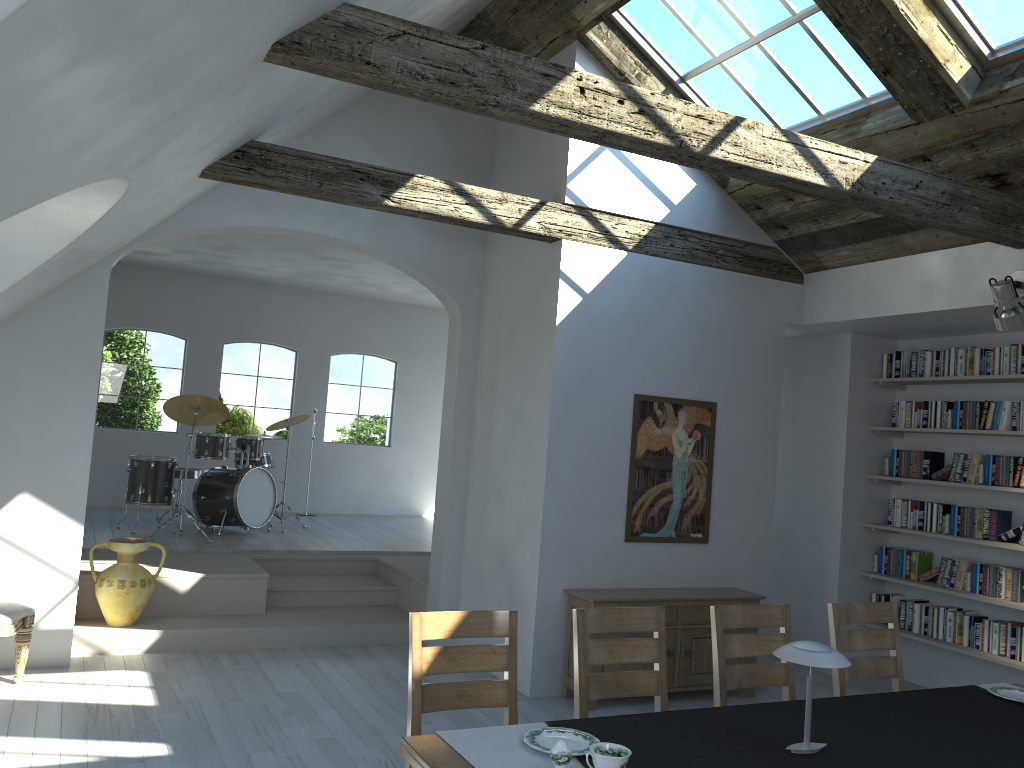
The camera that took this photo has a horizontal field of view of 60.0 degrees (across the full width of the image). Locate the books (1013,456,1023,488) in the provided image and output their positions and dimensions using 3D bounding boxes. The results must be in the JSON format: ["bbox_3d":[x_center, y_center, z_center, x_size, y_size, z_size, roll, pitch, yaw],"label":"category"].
[{"bbox_3d":[3.683,0.626,6.216,0.189,0.228,0.249,6,-4,-26],"label":"books"}]

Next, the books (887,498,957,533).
[{"bbox_3d":[3.242,1.041,7.030,0.214,0.220,0.490,6,-4,-26],"label":"books"}]

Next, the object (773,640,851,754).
[{"bbox_3d":[1.001,1.051,2.986,0.251,0.362,0.251,4,-3,-3],"label":"object"}]

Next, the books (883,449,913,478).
[{"bbox_3d":[3.193,0.648,7.211,0.209,0.220,0.278,6,-4,-28],"label":"books"}]

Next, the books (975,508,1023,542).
[{"bbox_3d":[3.555,1.029,6.391,0.189,0.224,0.345,6,-4,-26],"label":"books"}]

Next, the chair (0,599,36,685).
[{"bbox_3d":[-3.229,1.217,5.221,0.655,1.159,0.552,4,-3,-1],"label":"chair"}]

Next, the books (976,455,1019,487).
[{"bbox_3d":[3.565,0.632,6.459,0.209,0.220,0.278,6,-4,-28],"label":"books"}]

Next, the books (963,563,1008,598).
[{"bbox_3d":[3.477,1.425,6.470,0.209,0.220,0.278,6,-4,-28],"label":"books"}]

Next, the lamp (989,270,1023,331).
[{"bbox_3d":[3.018,-0.507,5.384,0.265,0.386,0.235,5,-3,-4],"label":"lamp"}]

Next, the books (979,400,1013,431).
[{"bbox_3d":[3.587,0.239,6.492,0.189,0.228,0.249,6,-4,-26],"label":"books"}]

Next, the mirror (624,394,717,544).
[{"bbox_3d":[1.160,0.625,6.427,0.736,1.047,0.009,6,-4,-26],"label":"mirror"}]

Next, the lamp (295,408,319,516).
[{"bbox_3d":[-2.598,0.993,11.432,0.232,1.383,0.238,6,-4,-26],"label":"lamp"}]

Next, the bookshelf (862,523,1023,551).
[{"bbox_3d":[4.744,1.114,3.829,0.315,0.070,7.825,6,-4,-26],"label":"bookshelf"}]

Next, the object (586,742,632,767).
[{"bbox_3d":[0.287,1.117,2.610,0.124,0.081,0.130,3,-3,16],"label":"object"}]

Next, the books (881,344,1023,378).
[{"bbox_3d":[3.827,-0.167,6.106,0.242,0.237,2.981,6,-4,-26],"label":"books"}]

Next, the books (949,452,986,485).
[{"bbox_3d":[3.455,0.635,6.678,0.189,0.228,0.249,6,-4,-26],"label":"books"}]

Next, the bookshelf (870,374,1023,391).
[{"bbox_3d":[4.833,-0.067,3.898,0.315,0.070,7.825,6,-4,-26],"label":"bookshelf"}]

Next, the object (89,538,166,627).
[{"bbox_3d":[-2.796,1.433,6.409,0.396,0.605,0.402,3,-4,21],"label":"object"}]

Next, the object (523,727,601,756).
[{"bbox_3d":[0.161,1.154,2.852,0.250,0.017,0.253,6,-4,-26],"label":"object"}]

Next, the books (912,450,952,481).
[{"bbox_3d":[3.329,0.643,6.931,0.189,0.224,0.345,6,-4,-26],"label":"books"}]

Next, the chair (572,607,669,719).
[{"bbox_3d":[0.551,1.480,3.652,0.514,1.006,0.605,6,-4,-26],"label":"chair"}]

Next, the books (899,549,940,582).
[{"bbox_3d":[3.240,1.433,6.945,0.189,0.224,0.345,6,-4,-26],"label":"books"}]

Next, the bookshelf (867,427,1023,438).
[{"bbox_3d":[4.804,0.326,3.875,0.315,0.070,7.825,6,-4,-26],"label":"bookshelf"}]

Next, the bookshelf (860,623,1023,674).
[{"bbox_3d":[4.685,1.901,3.784,0.315,0.070,7.825,6,-4,-26],"label":"bookshelf"}]

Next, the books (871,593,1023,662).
[{"bbox_3d":[3.683,1.798,5.984,0.242,0.237,2.981,6,-4,-26],"label":"books"}]

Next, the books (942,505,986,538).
[{"bbox_3d":[3.419,1.034,6.671,0.209,0.220,0.278,6,-4,-28],"label":"books"}]

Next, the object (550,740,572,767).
[{"bbox_3d":[0.145,1.102,2.628,0.064,0.092,0.064,5,-3,-8],"label":"object"}]

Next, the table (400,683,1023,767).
[{"bbox_3d":[1.200,1.630,3.075,3.078,0.737,0.939,6,-4,-26],"label":"table"}]

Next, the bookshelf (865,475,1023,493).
[{"bbox_3d":[4.774,0.720,3.852,0.315,0.070,7.825,6,-4,-26],"label":"bookshelf"}]

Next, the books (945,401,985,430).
[{"bbox_3d":[3.469,0.245,6.735,0.209,0.220,0.278,6,-4,-28],"label":"books"}]

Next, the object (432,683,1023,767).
[{"bbox_3d":[1.239,1.299,3.106,2.872,0.077,1.050,6,-4,-26],"label":"object"}]

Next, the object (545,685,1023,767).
[{"bbox_3d":[1.236,1.372,3.106,2.456,0.227,1.073,6,-4,-26],"label":"object"}]

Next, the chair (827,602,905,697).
[{"bbox_3d":[1.882,1.619,4.308,0.514,1.006,0.605,6,-4,-26],"label":"chair"}]

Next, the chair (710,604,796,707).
[{"bbox_3d":[1.217,1.550,3.980,0.514,1.006,0.605,6,-4,-26],"label":"chair"}]

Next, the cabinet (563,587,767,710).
[{"bbox_3d":[1.059,1.810,6.160,1.481,0.714,0.383,6,-4,-26],"label":"cabinet"}]

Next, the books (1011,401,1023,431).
[{"bbox_3d":[3.757,0.227,6.156,0.214,0.237,0.490,6,-4,-26],"label":"books"}]

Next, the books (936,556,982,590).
[{"bbox_3d":[3.367,1.428,6.689,0.189,0.228,0.249,6,-4,-26],"label":"books"}]

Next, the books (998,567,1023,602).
[{"bbox_3d":[3.611,1.420,6.195,0.189,0.229,0.343,6,-4,-26],"label":"books"}]

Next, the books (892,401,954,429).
[{"bbox_3d":[3.298,0.254,7.082,0.214,0.220,0.490,6,-4,-26],"label":"books"}]

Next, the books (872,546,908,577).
[{"bbox_3d":[3.106,1.441,7.221,0.209,0.220,0.278,6,-4,-28],"label":"books"}]

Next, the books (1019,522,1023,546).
[{"bbox_3d":[3.680,1.021,6.138,0.189,0.228,0.249,6,-4,-26],"label":"books"}]

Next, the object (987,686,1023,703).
[{"bbox_3d":[2.226,1.370,3.889,0.250,0.017,0.253,6,-4,-26],"label":"object"}]

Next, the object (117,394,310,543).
[{"bbox_3d":[-3.201,0.833,9.365,1.465,1.383,2.354,3,-3,18],"label":"object"}]

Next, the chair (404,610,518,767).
[{"bbox_3d":[-0.115,1.411,3.324,0.514,1.006,0.605,6,-4,-26],"label":"chair"}]

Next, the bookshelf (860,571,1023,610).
[{"bbox_3d":[4.715,1.507,3.807,0.315,0.070,7.825,6,-4,-26],"label":"bookshelf"}]
